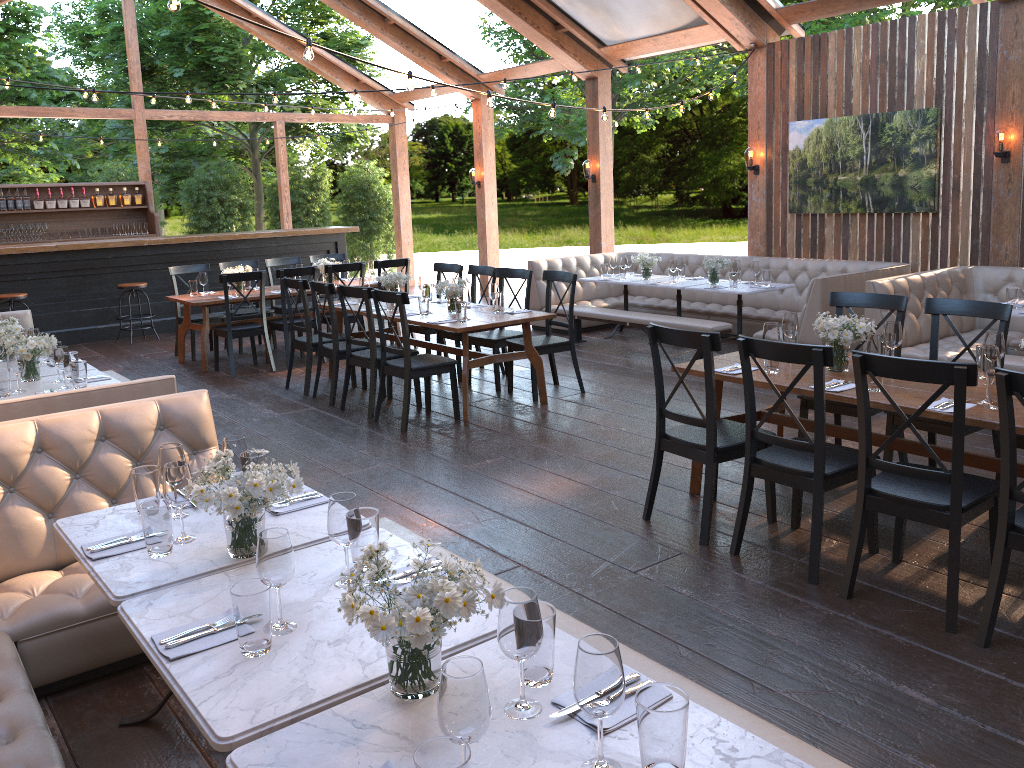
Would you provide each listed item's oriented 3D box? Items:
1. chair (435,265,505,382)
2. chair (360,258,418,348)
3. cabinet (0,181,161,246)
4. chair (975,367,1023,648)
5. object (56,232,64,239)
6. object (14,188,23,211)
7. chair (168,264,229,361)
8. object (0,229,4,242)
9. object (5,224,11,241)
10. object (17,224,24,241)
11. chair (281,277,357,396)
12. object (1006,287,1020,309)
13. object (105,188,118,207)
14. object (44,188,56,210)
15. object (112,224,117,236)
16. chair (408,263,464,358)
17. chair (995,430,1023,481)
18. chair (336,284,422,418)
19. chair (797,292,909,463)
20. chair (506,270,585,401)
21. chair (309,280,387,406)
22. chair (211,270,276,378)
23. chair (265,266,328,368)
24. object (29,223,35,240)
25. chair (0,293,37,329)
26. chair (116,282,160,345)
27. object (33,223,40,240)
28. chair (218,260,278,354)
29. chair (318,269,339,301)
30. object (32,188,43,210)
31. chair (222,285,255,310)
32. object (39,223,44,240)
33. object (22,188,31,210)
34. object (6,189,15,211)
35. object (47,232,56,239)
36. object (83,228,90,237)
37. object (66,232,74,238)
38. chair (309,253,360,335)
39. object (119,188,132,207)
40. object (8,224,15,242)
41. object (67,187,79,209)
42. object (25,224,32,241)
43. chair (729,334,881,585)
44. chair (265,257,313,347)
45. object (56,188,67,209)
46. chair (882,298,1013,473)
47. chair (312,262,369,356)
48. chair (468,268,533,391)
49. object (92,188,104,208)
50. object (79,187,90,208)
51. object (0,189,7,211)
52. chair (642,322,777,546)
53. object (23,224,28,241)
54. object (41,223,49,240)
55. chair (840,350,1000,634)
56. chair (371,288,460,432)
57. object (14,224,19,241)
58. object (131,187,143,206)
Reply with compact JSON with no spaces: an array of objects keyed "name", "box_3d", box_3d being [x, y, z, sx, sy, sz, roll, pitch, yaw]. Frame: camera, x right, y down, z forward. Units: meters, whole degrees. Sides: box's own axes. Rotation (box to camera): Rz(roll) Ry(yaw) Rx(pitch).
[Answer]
[{"name":"chair","box_3d":[-0.417,-0.590,8.353,0.542,1.010,0.480,-8,11,-31]},{"name":"chair","box_3d":[-1.426,-0.906,9.990,0.480,1.010,0.542,-10,12,-41]},{"name":"cabinet","box_3d":[-6.450,-1.942,13.168,2.286,2.072,0.496,-10,12,-37]},{"name":"chair","box_3d":[2.019,0.444,3.136,0.542,1.010,0.480,-9,12,-37]},{"name":"object","box_3d":[-6.640,-2.179,13.000,0.124,0.095,0.125,-7,12,-25]},{"name":"object","box_3d":[-7.107,-2.655,12.734,0.094,0.315,0.095,-10,12,-41]},{"name":"chair","box_3d":[-3.525,-0.822,9.980,0.480,1.010,0.542,-10,12,-41]},{"name":"object","box_3d":[-7.198,-2.094,12.498,0.070,0.183,0.070,-8,11,-32]},{"name":"object","box_3d":[-7.219,-2.169,12.710,0.092,0.242,0.093,2,10,27]},{"name":"object","box_3d":[-7.052,-2.174,12.703,0.092,0.242,0.093,-5,9,-17]},{"name":"chair","box_3d":[-1.762,-0.470,8.037,0.542,1.010,0.480,-9,12,-37]},{"name":"object","box_3d":[3.834,-0.659,6.778,0.092,0.156,0.093,-2,10,-1]},{"name":"object","box_3d":[-6.121,-2.847,13.519,0.177,0.285,0.110,-8,11,-32]},{"name":"object","box_3d":[-6.788,-2.718,12.990,0.139,0.308,0.139,-9,11,-37]},{"name":"object","box_3d":[-5.988,-2.324,13.354,0.073,0.179,0.074,2,10,27]},{"name":"chair","box_3d":[-0.763,-0.672,8.790,0.542,1.010,0.480,-9,12,-37]},{"name":"chair","box_3d":[2.711,0.154,4.355,0.543,1.010,0.479,-11,12,-41]},{"name":"chair","box_3d":[-1.081,-0.305,7.154,0.543,1.010,0.479,-11,12,-41]},{"name":"chair","box_3d":[2.010,-0.007,5.224,0.543,1.010,0.479,-11,12,-41]},{"name":"chair","box_3d":[0.263,-0.427,7.475,0.541,1.010,0.481,-7,11,-29]},{"name":"chair","box_3d":[-1.421,-0.387,7.595,0.542,1.010,0.480,-8,11,-32]},{"name":"chair","box_3d":[-2.758,-0.637,8.986,0.480,1.010,0.542,-9,12,-36]},{"name":"chair","box_3d":[-2.314,-0.726,9.321,0.480,1.010,0.542,-10,12,-41]},{"name":"object","box_3d":[-6.980,-2.218,12.894,0.092,0.242,0.093,2,10,27]},{"name":"chair","box_3d":[-5.889,-0.691,10.465,0.469,0.728,0.472,5,12,36]},{"name":"chair","box_3d":[-4.804,-0.910,11.282,0.468,0.728,0.472,3,11,28]},{"name":"object","box_3d":[-6.883,-2.207,12.828,0.092,0.242,0.093,2,10,27]},{"name":"chair","box_3d":[-3.081,-0.912,10.315,0.480,1.010,0.542,-9,12,-36]},{"name":"chair","box_3d":[-2.635,-1.348,12.916,0.469,0.728,0.471,6,13,40]},{"name":"object","box_3d":[-6.915,-2.694,12.900,0.139,0.308,0.139,-8,11,-32]},{"name":"chair","box_3d":[-3.719,-1.129,12.099,0.468,0.728,0.472,-4,10,-13]},{"name":"object","box_3d":[-6.901,-2.235,12.958,0.092,0.242,0.093,2,10,27]},{"name":"object","box_3d":[-7.035,-2.674,12.810,0.094,0.315,0.095,-7,10,-27]},{"name":"object","box_3d":[-7.209,-2.644,12.701,0.094,0.315,0.095,-10,12,-41]},{"name":"object","box_3d":[-6.792,-2.182,13.044,0.124,0.095,0.125,-7,12,-25]},{"name":"object","box_3d":[-6.394,-2.273,13.310,0.097,0.133,0.098,6,13,39]},{"name":"object","box_3d":[-6.555,-2.211,13.134,0.124,0.095,0.125,7,14,41]},{"name":"chair","box_3d":[-2.192,-1.091,10.984,0.479,1.010,0.543,-8,11,-32]},{"name":"object","box_3d":[-5.944,-2.872,13.603,0.177,0.285,0.110,-11,12,-41]},{"name":"object","box_3d":[-7.146,-2.157,12.641,0.092,0.242,0.093,-5,9,-17]},{"name":"object","box_3d":[-6.534,-2.766,13.166,0.139,0.308,0.139,-11,12,-42]},{"name":"object","box_3d":[-6.970,-2.192,12.775,0.092,0.242,0.093,2,10,27]},{"name":"chair","box_3d":[1.338,0.280,4.019,0.542,1.010,0.480,-9,12,-37]},{"name":"chair","box_3d":[-2.636,-1.001,10.650,0.480,1.010,0.542,-10,12,-41]},{"name":"object","box_3d":[-6.658,-2.743,13.081,0.139,0.308,0.139,-8,11,-32]},{"name":"chair","box_3d":[2.351,0.075,4.783,0.542,1.010,0.480,-9,11,-34]},{"name":"chair","box_3d":[-1.870,-0.816,9.656,0.480,1.010,0.542,-9,12,-36]},{"name":"chair","box_3d":[-0.105,-0.506,7.906,0.542,1.010,0.480,-10,12,-40]},{"name":"object","box_3d":[-6.262,-2.812,13.386,0.177,0.285,0.110,-11,12,-41]},{"name":"object","box_3d":[-6.421,-2.795,13.277,0.139,0.308,0.139,-8,11,-32]},{"name":"object","box_3d":[-7.271,-2.623,12.615,0.094,0.315,0.095,-6,10,-22]},{"name":"chair","box_3d":[0.997,0.197,4.460,0.542,1.010,0.480,-8,11,-32]},{"name":"object","box_3d":[-7.054,-2.201,12.831,0.092,0.242,0.093,-5,9,-17]},{"name":"object","box_3d":[-6.804,-2.226,12.898,0.092,0.242,0.093,2,10,27]},{"name":"chair","box_3d":[1.678,0.362,3.578,0.543,1.010,0.479,-11,12,-41]},{"name":"chair","box_3d":[-0.740,-0.223,6.712,0.542,1.010,0.480,-9,12,-37]},{"name":"object","box_3d":[-7.148,-2.187,12.784,0.092,0.242,0.093,-5,9,-17]},{"name":"object","box_3d":[-5.817,-2.907,13.742,0.177,0.285,0.110,-8,11,-32]}]
